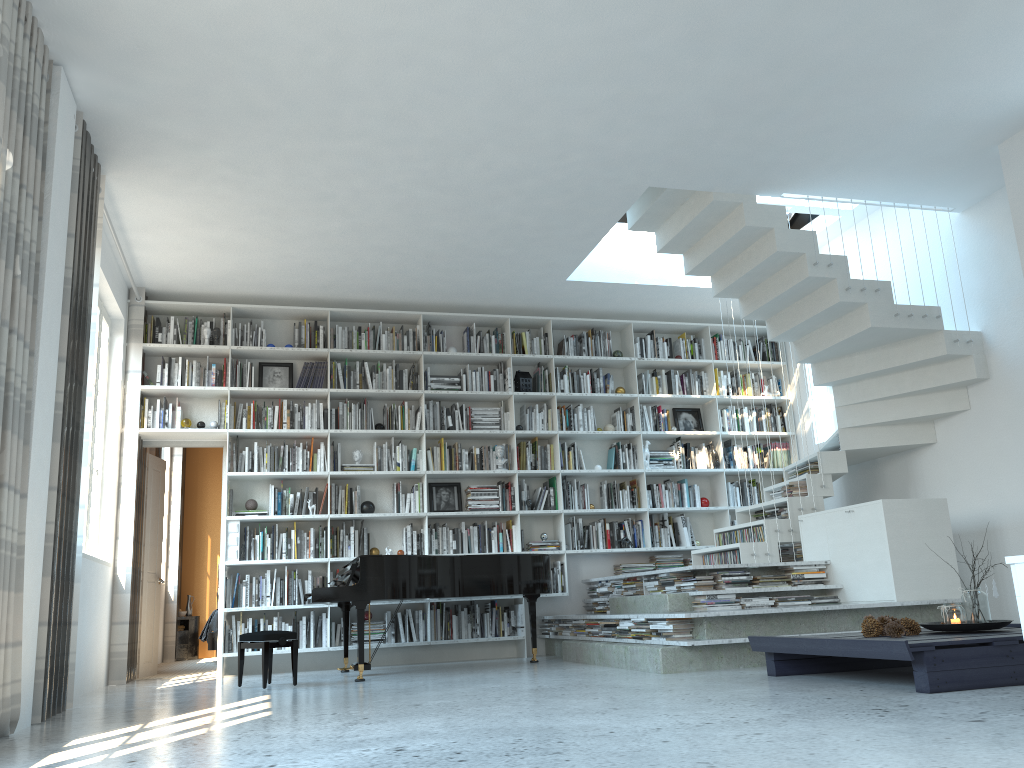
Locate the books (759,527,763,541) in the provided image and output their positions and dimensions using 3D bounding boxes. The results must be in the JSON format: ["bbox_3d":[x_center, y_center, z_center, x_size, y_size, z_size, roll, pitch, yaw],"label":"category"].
[{"bbox_3d":[2.026,1.188,7.014,0.125,0.123,0.034,1,-14,-15],"label":"books"}]

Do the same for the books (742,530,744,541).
[{"bbox_3d":[1.953,1.256,7.274,0.125,0.125,0.011,1,-14,-15],"label":"books"}]

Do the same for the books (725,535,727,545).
[{"bbox_3d":[1.876,1.330,7.550,0.125,0.125,0.007,1,-14,-15],"label":"books"}]

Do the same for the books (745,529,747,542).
[{"bbox_3d":[1.965,1.245,7.233,0.125,0.125,0.009,1,-14,-15],"label":"books"}]

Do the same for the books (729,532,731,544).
[{"bbox_3d":[1.896,1.310,7.477,0.125,0.125,0.007,1,-14,-15],"label":"books"}]

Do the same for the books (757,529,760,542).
[{"bbox_3d":[2.013,1.199,7.061,0.125,0.125,0.011,1,-14,-15],"label":"books"}]

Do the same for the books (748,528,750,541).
[{"bbox_3d":[1.978,1.232,7.186,0.125,0.125,0.007,1,-14,-15],"label":"books"}]

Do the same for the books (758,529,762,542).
[{"bbox_3d":[2.020,1.194,7.036,0.125,0.123,0.035,1,-14,-15],"label":"books"}]

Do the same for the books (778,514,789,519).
[{"bbox_3d":[2.275,1.079,7.243,0.172,0.019,0.240,-5,-14,9],"label":"books"}]

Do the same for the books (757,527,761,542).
[{"bbox_3d":[2.018,1.196,7.043,0.125,0.123,0.034,1,-14,-15],"label":"books"}]

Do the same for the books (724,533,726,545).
[{"bbox_3d":[1.874,1.332,7.558,0.125,0.125,0.010,1,-14,-15],"label":"books"}]

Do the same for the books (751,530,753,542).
[{"bbox_3d":[1.989,1.222,7.147,0.125,0.125,0.007,1,-14,-15],"label":"books"}]

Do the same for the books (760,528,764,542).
[{"bbox_3d":[2.028,1.186,7.006,0.125,0.123,0.035,1,-14,-15],"label":"books"}]

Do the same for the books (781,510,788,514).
[{"bbox_3d":[2.297,1.048,7.248,0.141,0.028,0.223,-4,-14,3],"label":"books"}]

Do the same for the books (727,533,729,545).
[{"bbox_3d":[1.886,1.320,7.514,0.125,0.125,0.008,1,-14,-15],"label":"books"}]

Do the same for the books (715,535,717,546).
[{"bbox_3d":[1.832,1.372,7.708,0.125,0.125,0.009,1,-14,-15],"label":"books"}]

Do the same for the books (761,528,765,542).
[{"bbox_3d":[2.032,1.182,6.992,0.125,0.123,0.035,1,-14,-15],"label":"books"}]

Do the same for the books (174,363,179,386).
[{"bbox_3d":[-2.905,-0.044,7.686,0.024,0.238,0.156,1,-14,-15],"label":"books"}]

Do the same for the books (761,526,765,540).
[{"bbox_3d":[2.034,1.180,6.985,0.125,0.123,0.034,1,-14,-15],"label":"books"}]

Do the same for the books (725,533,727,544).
[{"bbox_3d":[1.878,1.328,7.542,0.125,0.125,0.009,1,-14,-15],"label":"books"}]

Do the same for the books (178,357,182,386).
[{"bbox_3d":[-2.868,-0.073,7.675,0.021,0.285,0.179,1,-14,-15],"label":"books"}]

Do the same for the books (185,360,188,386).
[{"bbox_3d":[-2.819,-0.061,7.698,0.013,0.268,0.162,1,-14,-15],"label":"books"}]

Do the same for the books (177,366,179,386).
[{"bbox_3d":[-2.886,-0.032,7.677,0.010,0.208,0.165,1,-14,-15],"label":"books"}]

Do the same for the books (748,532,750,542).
[{"bbox_3d":[1.976,1.234,7.194,0.125,0.125,0.009,1,-14,-15],"label":"books"}]

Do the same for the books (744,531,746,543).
[{"bbox_3d":[1.959,1.251,7.255,0.125,0.125,0.016,1,-14,-15],"label":"books"}]

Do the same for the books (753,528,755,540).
[{"bbox_3d":[1.998,1.213,7.113,0.125,0.125,0.010,1,-14,-15],"label":"books"}]

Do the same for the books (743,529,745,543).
[{"bbox_3d":[1.956,1.254,7.265,0.125,0.125,0.009,1,-14,-15],"label":"books"}]

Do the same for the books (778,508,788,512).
[{"bbox_3d":[2.284,1.028,7.254,0.168,0.014,0.213,-4,-14,4],"label":"books"}]

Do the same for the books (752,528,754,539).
[{"bbox_3d":[1.995,1.216,7.126,0.125,0.125,0.008,1,-14,-15],"label":"books"}]

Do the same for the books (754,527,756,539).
[{"bbox_3d":[2.003,1.209,7.098,0.125,0.125,0.008,1,-14,-15],"label":"books"}]

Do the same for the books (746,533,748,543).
[{"bbox_3d":[1.967,1.243,7.225,0.125,0.125,0.007,1,-14,-15],"label":"books"}]

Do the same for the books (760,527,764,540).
[{"bbox_3d":[2.030,1.184,6.999,0.125,0.123,0.036,1,-14,-15],"label":"books"}]

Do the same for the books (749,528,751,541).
[{"bbox_3d":[1.982,1.229,7.172,0.125,0.125,0.008,1,-14,-15],"label":"books"}]

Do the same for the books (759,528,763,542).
[{"bbox_3d":[2.024,1.190,7.021,0.125,0.123,0.034,1,-14,-15],"label":"books"}]

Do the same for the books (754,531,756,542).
[{"bbox_3d":[2.000,1.211,7.106,0.125,0.125,0.010,1,-14,-15],"label":"books"}]

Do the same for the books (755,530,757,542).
[{"bbox_3d":[2.005,1.207,7.091,0.125,0.125,0.008,1,-14,-15],"label":"books"}]

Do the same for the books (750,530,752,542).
[{"bbox_3d":[1.984,1.226,7.163,0.125,0.125,0.010,1,-14,-15],"label":"books"}]

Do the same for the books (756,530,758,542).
[{"bbox_3d":[2.009,1.203,7.077,0.125,0.125,0.007,1,-14,-15],"label":"books"}]

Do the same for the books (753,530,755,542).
[{"bbox_3d":[1.997,1.215,7.120,0.125,0.125,0.009,1,-14,-15],"label":"books"}]

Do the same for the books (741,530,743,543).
[{"bbox_3d":[1.948,1.261,7.293,0.125,0.125,0.013,1,-14,-15],"label":"books"}]

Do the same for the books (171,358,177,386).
[{"bbox_3d":[-2.932,-0.068,7.685,0.028,0.287,0.133,1,-14,-15],"label":"books"}]

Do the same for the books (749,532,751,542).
[{"bbox_3d":[1.980,1.230,7.178,0.125,0.125,0.008,1,-14,-15],"label":"books"}]

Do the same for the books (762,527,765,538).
[{"bbox_3d":[2.036,1.178,6.977,0.125,0.123,0.036,1,-14,-15],"label":"books"}]

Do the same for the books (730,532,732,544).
[{"bbox_3d":[1.900,1.307,7.463,0.125,0.125,0.008,1,-14,-15],"label":"books"}]

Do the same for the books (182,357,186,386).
[{"bbox_3d":[-2.846,-0.070,7.702,0.037,0.291,0.156,1,-14,-15],"label":"books"}]

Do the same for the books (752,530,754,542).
[{"bbox_3d":[1.993,1.218,7.133,0.125,0.125,0.008,1,-14,-15],"label":"books"}]

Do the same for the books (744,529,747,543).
[{"bbox_3d":[1.963,1.247,7.241,0.125,0.125,0.013,1,-14,-15],"label":"books"}]

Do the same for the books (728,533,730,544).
[{"bbox_3d":[1.890,1.316,7.499,0.125,0.125,0.008,1,-14,-15],"label":"books"}]

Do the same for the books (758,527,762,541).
[{"bbox_3d":[2.022,1.192,7.028,0.125,0.122,0.037,1,-14,-15],"label":"books"}]

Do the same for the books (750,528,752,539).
[{"bbox_3d":[1.987,1.224,7.155,0.125,0.125,0.009,1,-14,-15],"label":"books"}]

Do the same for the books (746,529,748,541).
[{"bbox_3d":[1.970,1.241,7.216,0.125,0.125,0.012,1,-14,-15],"label":"books"}]

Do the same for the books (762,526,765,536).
[{"bbox_3d":[2.039,1.176,6.970,0.125,0.123,0.034,1,-14,-15],"label":"books"}]

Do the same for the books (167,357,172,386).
[{"bbox_3d":[-2.950,-0.072,7.657,0.023,0.282,0.186,1,-14,-15],"label":"books"}]

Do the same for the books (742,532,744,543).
[{"bbox_3d":[1.951,1.259,7.284,0.125,0.125,0.009,1,-14,-15],"label":"books"}]

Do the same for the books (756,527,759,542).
[{"bbox_3d":[2.011,1.201,7.070,0.125,0.125,0.008,1,-14,-15],"label":"books"}]

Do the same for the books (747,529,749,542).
[{"bbox_3d":[1.972,1.238,7.207,0.125,0.125,0.018,1,-14,-15],"label":"books"}]

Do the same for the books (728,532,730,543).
[{"bbox_3d":[1.892,1.314,7.491,0.125,0.125,0.008,1,-14,-15],"label":"books"}]

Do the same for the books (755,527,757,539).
[{"bbox_3d":[2.007,1.205,7.084,0.125,0.125,0.008,1,-14,-15],"label":"books"}]

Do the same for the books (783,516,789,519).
[{"bbox_3d":[2.296,1.095,7.237,0.136,0.017,0.289,-5,-14,7],"label":"books"}]

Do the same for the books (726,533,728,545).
[{"bbox_3d":[1.882,1.324,7.527,0.125,0.125,0.007,1,-14,-15],"label":"books"}]
